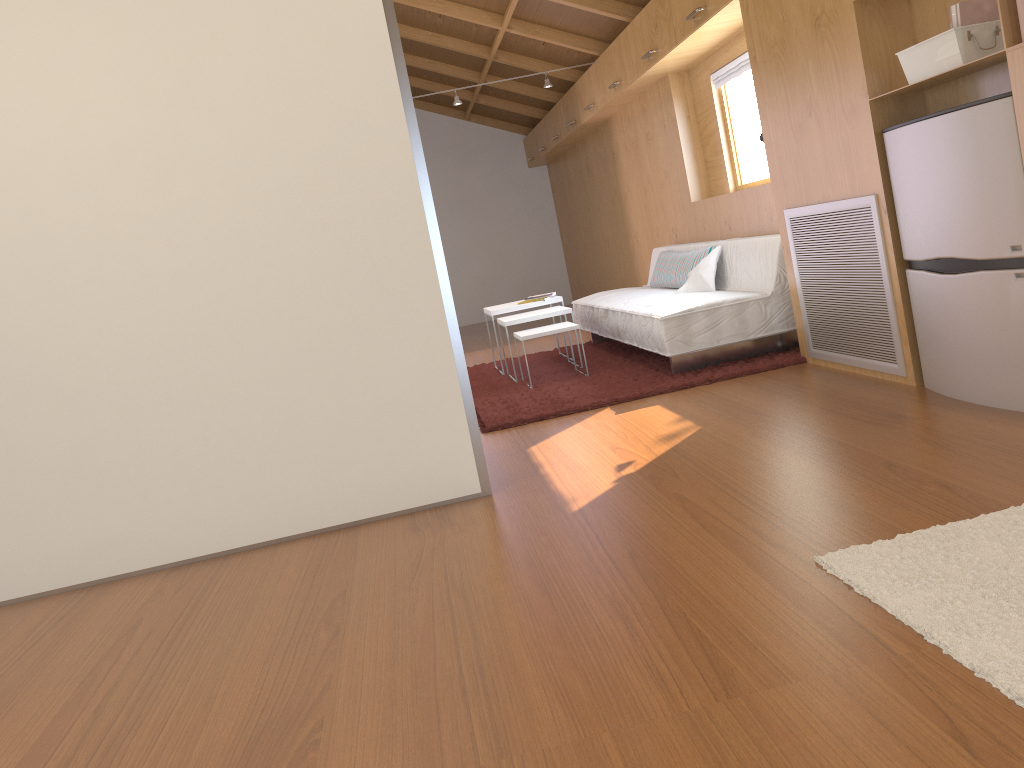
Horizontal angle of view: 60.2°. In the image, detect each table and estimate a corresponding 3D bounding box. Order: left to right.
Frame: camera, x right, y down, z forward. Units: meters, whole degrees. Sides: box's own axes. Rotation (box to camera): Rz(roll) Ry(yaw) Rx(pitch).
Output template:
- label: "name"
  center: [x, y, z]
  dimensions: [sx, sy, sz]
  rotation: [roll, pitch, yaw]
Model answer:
- label: "table"
  center: [0.106, -0.346, 6.083]
  dimensions: [0.486, 0.435, 0.527]
  rotation: [-12, 7, -6]
- label: "table"
  center: [0.169, -0.262, 5.627]
  dimensions: [0.425, 0.381, 0.461]
  rotation: [-12, 7, -6]
- label: "table"
  center: [0.226, -0.176, 5.232]
  dimensions: [0.342, 0.307, 0.371]
  rotation: [-12, 7, -6]

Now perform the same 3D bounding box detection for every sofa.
- label: "sofa"
  center: [1.007, -0.535, 5.623]
  dimensions: [0.864, 0.624, 2.368]
  rotation: [-12, 8, -6]

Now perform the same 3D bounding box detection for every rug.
- label: "rug"
  center: [0.638, -0.123, 5.486]
  dimensions: [1.888, 0.020, 2.495]
  rotation: [-12, 8, -6]
- label: "rug"
  center: [1.356, 0.532, 0.190]
  dimensions: [0.918, 0.011, 3.743]
  rotation: [-12, 8, -6]

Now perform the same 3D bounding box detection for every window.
- label: "window"
  center: [1.523, -1.563, 5.084]
  dimensions: [0.035, 0.785, 1.505]
  rotation: [-12, 7, -6]

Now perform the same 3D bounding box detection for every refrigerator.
- label: "refrigerator"
  center: [1.598, -0.442, 2.998]
  dimensions: [0.262, 0.981, 0.717]
  rotation: [-12, 6, -6]

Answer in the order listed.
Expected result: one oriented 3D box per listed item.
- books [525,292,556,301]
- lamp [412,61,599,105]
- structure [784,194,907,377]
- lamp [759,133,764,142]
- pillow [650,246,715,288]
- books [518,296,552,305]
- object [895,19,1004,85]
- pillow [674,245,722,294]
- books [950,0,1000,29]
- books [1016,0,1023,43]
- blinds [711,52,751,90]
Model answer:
- label: "books"
  center: [0.194, -0.594, 5.997]
  dimensions: [0.192, 0.016, 0.154]
  rotation: [-9, 9, 13]
- label: "lamp"
  center: [-1.174, -2.070, 6.724]
  dimensions: [3.834, 0.152, 0.073]
  rotation: [-12, 5, -6]
- label: "structure"
  center: [1.421, -0.431, 3.838]
  dimensions: [0.013, 0.717, 0.824]
  rotation: [-12, 7, -6]
- label: "lamp"
  center: [1.408, -0.744, 4.485]
  dimensions: [0.184, 1.190, 0.254]
  rotation: [-14, 5, -30]
- label: "pillow"
  center: [1.117, -0.766, 5.909]
  dimensions: [0.171, 0.250, 1.048]
  rotation: [-12, 8, -6]
- label: "books"
  center: [0.155, -0.559, 5.924]
  dimensions: [0.192, 0.016, 0.154]
  rotation: [-8, 9, 23]
- label: "object"
  center: [1.480, -1.105, 2.964]
  dimensions: [0.203, 0.122, 0.352]
  rotation: [-12, 8, -6]
- label: "pillow"
  center: [1.118, -0.674, 5.281]
  dimensions: [0.270, 0.250, 0.344]
  rotation: [-17, 9, -42]
- label: "books"
  center: [1.490, -1.131, 2.838]
  dimensions: [0.150, 0.191, 0.089]
  rotation: [-12, 5, -6]
- label: "books"
  center: [1.679, -1.123, 0.986]
  dimensions: [0.189, 0.653, 3.127]
  rotation: [-12, 8, -6]
- label: "blinds"
  center: [1.408, -1.883, 5.055]
  dimensions: [0.048, 0.110, 1.506]
  rotation: [-12, 8, -6]
